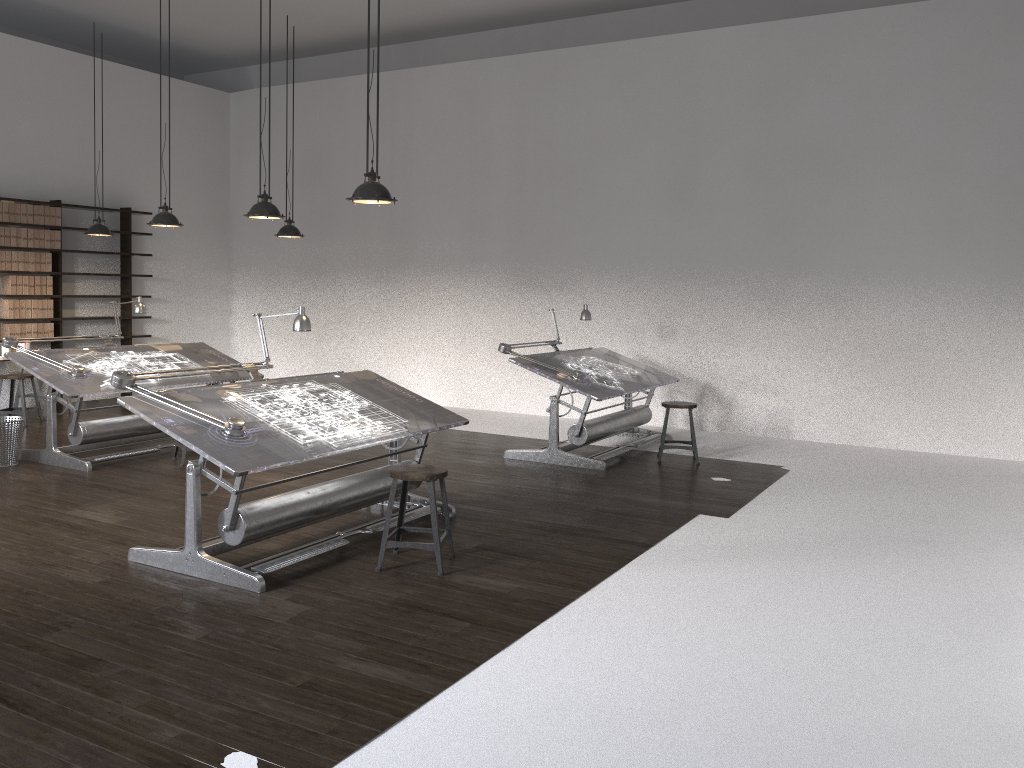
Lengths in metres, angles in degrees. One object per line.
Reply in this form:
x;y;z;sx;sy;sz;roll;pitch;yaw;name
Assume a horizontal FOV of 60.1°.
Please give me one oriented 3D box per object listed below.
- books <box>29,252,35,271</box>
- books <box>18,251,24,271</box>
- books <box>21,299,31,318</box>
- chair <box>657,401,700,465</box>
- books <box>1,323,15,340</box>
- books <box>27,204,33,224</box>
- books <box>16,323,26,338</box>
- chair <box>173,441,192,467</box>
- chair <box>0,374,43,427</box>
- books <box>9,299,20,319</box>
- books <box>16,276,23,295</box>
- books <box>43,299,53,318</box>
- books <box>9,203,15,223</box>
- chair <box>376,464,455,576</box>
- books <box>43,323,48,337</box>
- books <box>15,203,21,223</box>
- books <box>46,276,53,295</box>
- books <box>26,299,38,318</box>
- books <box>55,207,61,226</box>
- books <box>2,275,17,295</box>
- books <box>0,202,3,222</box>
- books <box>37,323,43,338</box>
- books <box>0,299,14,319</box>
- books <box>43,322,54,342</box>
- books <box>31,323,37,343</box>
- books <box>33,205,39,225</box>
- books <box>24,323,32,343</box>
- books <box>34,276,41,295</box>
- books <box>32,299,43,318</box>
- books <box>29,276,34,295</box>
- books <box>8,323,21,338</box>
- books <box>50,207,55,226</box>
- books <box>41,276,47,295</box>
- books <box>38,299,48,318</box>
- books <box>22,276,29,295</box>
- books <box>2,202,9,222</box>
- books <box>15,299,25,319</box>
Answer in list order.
-5.646;-1.425;10.324;0.175;0.225;0.067;3;4;29;books
-5.712;-1.414;10.213;0.175;0.225;0.067;3;4;29;books
-5.681;-0.872;10.316;0.174;0.225;0.067;3;4;29;books
1.498;0.436;7.975;0.372;0.526;0.359;2;4;8;chair
-5.784;-0.580;10.163;0.175;0.225;0.067;3;4;29;books
-5.644;-1.967;10.280;0.175;0.225;0.067;3;4;29;books
-5.717;-0.591;10.279;0.175;0.225;0.067;3;4;29;books
-2.664;0.404;7.529;0.372;0.526;0.359;-1;5;-32;chair
-5.193;0.170;9.295;0.371;0.526;0.359;1;4;-2;chair
-5.752;-0.860;10.195;0.175;0.225;0.067;3;4;29;books
-5.728;-1.137;10.214;0.174;0.225;0.067;3;4;29;books
-5.550;-0.894;10.553;0.175;0.225;0.067;3;4;29;books
-5.752;-1.950;10.098;0.175;0.225;0.067;3;4;29;books
-0.514;0.729;4.834;0.372;0.526;0.359;2;4;8;chair
-5.587;-0.613;10.515;0.174;0.225;0.067;3;4;29;books
-5.720;-1.956;10.160;0.174;0.225;0.067;3;4;29;books
-5.547;-1.167;10.533;0.175;0.225;0.067;3;4;29;books
-5.643;-0.877;10.377;0.175;0.225;0.067;3;4;29;books
-5.475;-1.996;10.587;0.174;0.225;0.067;3;4;29;books
-5.763;-1.131;10.152;0.175;0.225;0.067;3;4;29;books
-5.820;-1.938;9.973;0.175;0.225;0.067;3;4;29;books
-5.620;-0.607;10.453;0.175;0.225;0.067;3;4;29;books
-5.783;-0.854;10.132;0.175;0.225;0.067;3;4;29;books
-5.549;-0.618;10.568;0.175;0.225;0.067;3;4;29;books
-5.651;-0.601;10.390;0.175;0.225;0.067;3;4;29;books
-5.608;-1.973;10.343;0.175;0.225;0.067;3;4;29;books
-5.685;-0.596;10.333;0.175;0.225;0.067;3;4;29;books
-5.618;-1.155;10.400;0.175;0.225;0.067;3;4;29;books
-5.610;-0.883;10.435;0.175;0.225;0.067;3;4;29;books
-5.659;-1.149;10.338;0.175;0.225;0.067;3;4;29;books
-5.746;-0.585;10.219;0.175;0.225;0.067;3;4;29;books
-5.513;-1.991;10.528;0.174;0.225;0.067;3;4;29;books
-5.586;-1.161;10.468;0.175;0.225;0.067;3;4;29;books
-5.583;-0.888;10.492;0.175;0.225;0.067;3;4;29;books
-5.690;-1.143;10.274;0.174;0.225;0.067;3;4;29;books
-5.783;-1.944;10.035;0.175;0.225;0.067;3;4;29;books
-5.719;-0.866;10.257;0.174;0.225;0.067;3;4;29;books
